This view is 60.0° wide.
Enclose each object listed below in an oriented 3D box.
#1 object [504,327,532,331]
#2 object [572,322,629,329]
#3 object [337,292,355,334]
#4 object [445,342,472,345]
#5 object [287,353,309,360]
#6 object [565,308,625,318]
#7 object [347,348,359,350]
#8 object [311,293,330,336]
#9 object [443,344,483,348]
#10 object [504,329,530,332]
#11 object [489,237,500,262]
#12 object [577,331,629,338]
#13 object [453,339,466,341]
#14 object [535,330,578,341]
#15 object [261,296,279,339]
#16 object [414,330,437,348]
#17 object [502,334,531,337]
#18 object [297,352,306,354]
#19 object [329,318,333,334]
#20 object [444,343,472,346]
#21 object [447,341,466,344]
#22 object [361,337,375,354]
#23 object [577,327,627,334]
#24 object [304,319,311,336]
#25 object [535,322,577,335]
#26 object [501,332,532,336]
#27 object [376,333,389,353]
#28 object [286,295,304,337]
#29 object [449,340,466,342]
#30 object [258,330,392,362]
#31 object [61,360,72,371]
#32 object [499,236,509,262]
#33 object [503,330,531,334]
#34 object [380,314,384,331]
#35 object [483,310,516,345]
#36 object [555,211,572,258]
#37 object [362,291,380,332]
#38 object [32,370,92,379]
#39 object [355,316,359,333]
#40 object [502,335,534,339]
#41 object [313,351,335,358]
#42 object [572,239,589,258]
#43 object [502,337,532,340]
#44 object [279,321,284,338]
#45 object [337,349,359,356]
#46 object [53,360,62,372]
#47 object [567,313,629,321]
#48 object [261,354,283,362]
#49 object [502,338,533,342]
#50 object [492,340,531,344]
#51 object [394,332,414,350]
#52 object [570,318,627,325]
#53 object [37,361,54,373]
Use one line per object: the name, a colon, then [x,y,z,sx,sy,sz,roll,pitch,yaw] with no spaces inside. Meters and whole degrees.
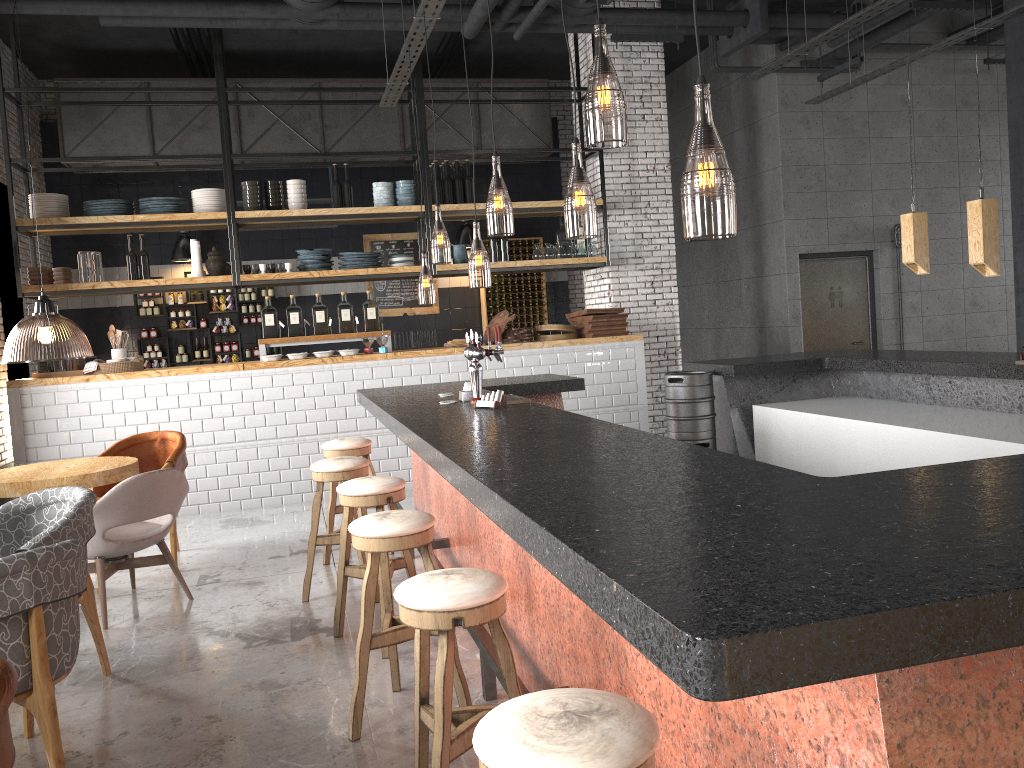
object: [-0.004,-0.558,9.040,0.406,0.019,0.459,-1,5,32]
object: [0.892,-0.603,9.216,0.405,0.044,0.636,-5,4,-17]
object: [-1.637,-0.698,8.697,0.154,0.404,0.154,-5,3,-14]
object: [-0.537,-0.410,8.873,0.215,0.013,0.521,-5,4,-18]
object: [-2.000,-0.259,8.272,0.216,0.059,0.324,-5,4,-14]
object: [0.848,-0.729,9.135,0.406,0.094,0.637,-5,4,-17]
object: [-1.491,-0.327,8.311,0.039,0.021,0.203,-7,5,-37]
object: [-1.873,-0.678,8.641,0.154,0.404,0.154,-5,3,-14]
object: [-0.474,-0.383,8.848,0.406,0.019,0.459,-2,4,27]
object: [0.015,-0.544,9.047,0.458,0.019,0.407,-2,4,19]
object: [-0.194,-1.503,9.367,0.098,0.470,0.098,-5,3,-26]
object: [0.898,-0.515,9.220,0.405,0.044,0.636,-5,4,-18]
object: [-0.482,-0.438,8.722,0.184,0.011,0.254,-3,4,7]
object: [0.452,-0.505,9.118,0.437,0.097,0.437,-3,4,11]
object: [-2.332,-0.639,8.525,0.154,0.404,0.154,-5,3,-14]
object: [-0.864,-0.450,8.843,0.181,0.168,0.170,-6,4,-34]
object: [-0.014,-0.492,9.027,0.407,0.019,0.458,-4,4,-1]
object: [-1.947,-0.281,8.194,0.043,0.023,0.202,-7,5,-43]
object: [-1.758,-0.564,8.614,0.031,0.163,0.046,-3,3,11]
object: [-0.531,-0.398,8.880,0.276,0.019,0.514,-5,4,-9]
object: [-0.530,-0.424,8.876,0.230,0.016,0.557,-4,4,-8]
object: [-1.372,-0.368,8.466,0.122,0.165,0.112,-3,3,20]
object: [0.895,-0.559,9.218,0.405,0.044,0.636,-5,4,-12]
object: [-1.980,-0.544,8.551,0.039,0.163,0.077,-2,3,30]
object: [0.450,-0.572,9.118,0.437,0.154,0.440,-1,5,33]
object: [-0.003,-0.510,9.041,0.406,0.019,0.459,-2,5,28]
object: [-1.229,-0.388,8.429,0.128,0.189,0.123,-4,3,-5]
object: [-2.106,-0.658,8.574,0.154,0.404,0.154,-5,3,-14]
object: [-0.536,-0.429,8.778,0.172,0.010,0.369,-4,4,-4]
object: [-1.808,-0.206,8.673,1.250,0.551,0.315,-5,3,-14]
object: [-4.002,-0.268,7.946,0.070,0.367,0.107,-5,3,-15]
object: [-0.090,-1.511,9.393,0.098,0.470,0.098,-4,3,-7]
object: [0.022,-0.528,9.048,0.458,0.019,0.407,-2,5,28]
object: [-1.278,-0.603,8.709,0.034,0.163,0.061,-3,3,19]
object: [-0.137,-0.567,8.896,0.242,0.338,0.488,-6,4,-28]
object: [0.552,-1.605,9.572,0.157,0.553,0.106,-4,3,-10]
object: [-1.398,-0.719,8.762,0.154,0.404,0.154,-5,3,-14]
object: [-4.069,-0.093,8.040,0.411,0.050,0.411,-5,4,-15]
object: [-1.514,-0.583,8.652,0.024,0.163,0.062,-5,3,-24]
object: [0.009,-0.479,9.048,0.407,0.019,0.459,0,6,44]
object: [-1.774,-0.278,8.352,0.216,0.055,0.324,-5,4,-14]
object: [0.736,-1.548,9.636,0.157,0.405,0.106,-4,3,-10]
object: [0.017,-0.463,9.051,0.458,0.019,0.407,-3,4,14]
object: [-2.206,-0.524,8.477,0.032,0.163,0.080,-7,4,-43]
object: [-1.546,-0.299,8.393,0.216,0.060,0.324,-5,4,-14]
object: [-4.065,-0.263,7.929,0.070,0.367,0.107,-5,3,-15]
object: [0.886,-0.692,9.211,0.405,0.044,0.636,-5,4,-20]
object: [-2.229,-0.239,8.227,0.216,0.055,0.324,-5,4,-14]
object: [0.040,-0.449,9.049,0.407,0.019,0.458,-7,5,-42]
object: [0.024,-0.431,9.053,0.458,0.019,0.407,-2,4,21]
object: [-1.062,-0.427,8.699,0.181,0.168,0.170,-4,3,-4]
object: [0.889,-0.647,9.213,0.405,0.044,0.636,-5,4,-13]
object: [-4.167,-0.346,7.887,0.106,0.553,0.157,-5,3,-15]
